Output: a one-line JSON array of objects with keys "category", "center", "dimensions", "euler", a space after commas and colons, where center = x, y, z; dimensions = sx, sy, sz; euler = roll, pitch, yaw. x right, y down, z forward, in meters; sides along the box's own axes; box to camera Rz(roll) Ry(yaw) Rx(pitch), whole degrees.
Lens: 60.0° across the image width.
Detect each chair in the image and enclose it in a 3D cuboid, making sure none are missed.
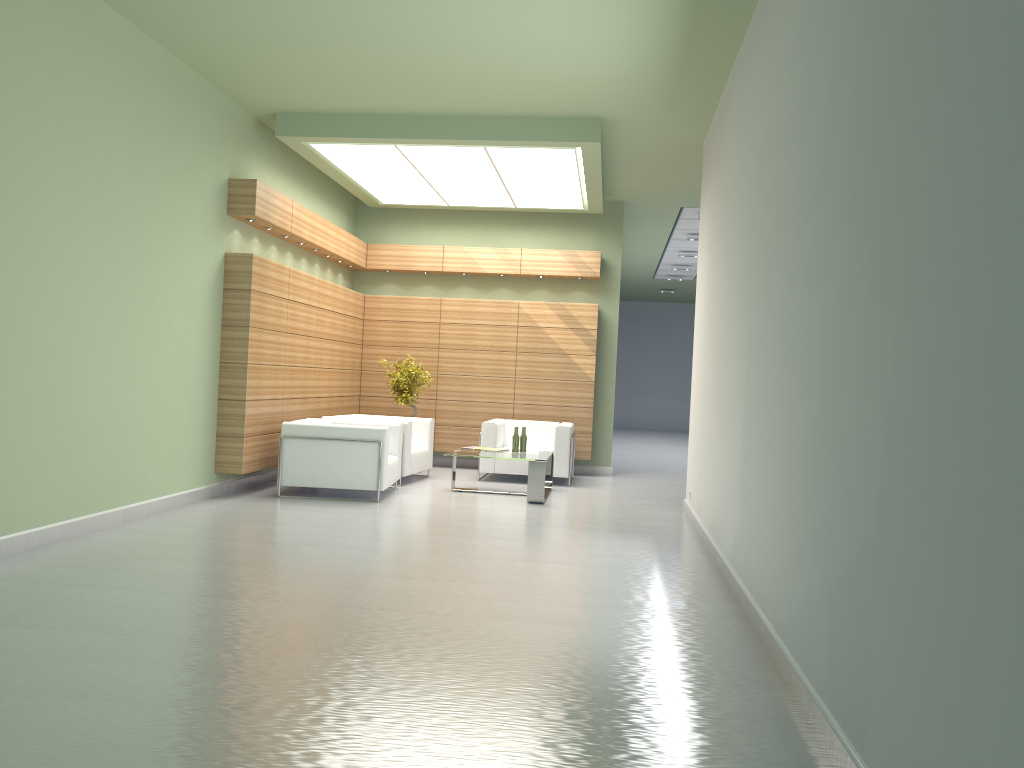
[{"category": "chair", "center": [-2.643, 1.281, 17.721], "dimensions": [1.769, 1.234, 1.894], "euler": [3, 0, 11]}, {"category": "chair", "center": [-2.913, 1.276, 15.411], "dimensions": [1.802, 1.234, 1.894], "euler": [3, 0, 1]}, {"category": "chair", "center": [0.348, 1.423, 18.842], "dimensions": [1.894, 1.234, 1.802], "euler": [3, 0, 6]}]

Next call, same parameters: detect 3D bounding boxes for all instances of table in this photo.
[{"category": "table", "center": [-0.199, 1.626, 16.319], "dimensions": [1.783, 0.742, 2.197], "euler": [3, 0, 6]}]

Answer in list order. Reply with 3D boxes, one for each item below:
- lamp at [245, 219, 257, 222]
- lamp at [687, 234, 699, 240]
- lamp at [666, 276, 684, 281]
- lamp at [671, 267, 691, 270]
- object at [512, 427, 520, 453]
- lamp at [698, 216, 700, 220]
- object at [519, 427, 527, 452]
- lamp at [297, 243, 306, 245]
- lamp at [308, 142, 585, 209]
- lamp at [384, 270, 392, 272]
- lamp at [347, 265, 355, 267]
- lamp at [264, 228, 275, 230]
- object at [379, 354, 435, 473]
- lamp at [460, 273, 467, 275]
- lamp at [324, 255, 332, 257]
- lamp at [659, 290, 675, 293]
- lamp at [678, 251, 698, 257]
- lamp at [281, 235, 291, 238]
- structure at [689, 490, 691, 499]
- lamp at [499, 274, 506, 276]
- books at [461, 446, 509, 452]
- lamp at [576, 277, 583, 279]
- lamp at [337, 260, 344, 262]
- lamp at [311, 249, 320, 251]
[{"category": "lamp", "center": [-4.284, -2.712, 14.551], "dimensions": [0.181, 0.074, 0.181], "euler": [3, 0, -22]}, {"category": "lamp", "center": [5.198, -4.066, 24.570], "dimensions": [0.657, 0.159, 0.286], "euler": [3, 0, 6]}, {"category": "lamp", "center": [6.222, -4.052, 33.884], "dimensions": [0.657, 0.159, 0.286], "euler": [3, 0, 6]}, {"category": "lamp", "center": [5.889, -4.057, 30.855], "dimensions": [0.657, 0.159, 0.286], "euler": [3, 0, 6]}, {"category": "object", "center": [0.072, 1.028, 16.421], "dimensions": [0.131, 0.475, 0.131], "euler": [3, 0, -29]}, {"category": "lamp", "center": [4.865, -4.071, 21.537], "dimensions": [0.657, 0.159, 0.286], "euler": [3, 0, 6]}, {"category": "object", "center": [0.214, 1.035, 16.527], "dimensions": [0.131, 0.475, 0.131], "euler": [3, 0, -29]}, {"category": "lamp", "center": [-4.020, -2.709, 16.947], "dimensions": [0.181, 0.074, 0.181], "euler": [3, 0, -22]}, {"category": "lamp", "center": [-0.935, -4.147, 17.395], "dimensions": [4.571, 0.325, 5.060], "euler": [3, 0, 6]}, {"category": "lamp", "center": [-2.909, -2.669, 20.757], "dimensions": [0.181, 0.074, 0.181], "euler": [3, 0, 1]}, {"category": "lamp", "center": [-3.666, -2.704, 20.169], "dimensions": [0.181, 0.074, 0.181], "euler": [3, 0, -11]}, {"category": "lamp", "center": [-4.197, -2.711, 15.342], "dimensions": [0.181, 0.074, 0.181], "euler": [3, 0, -11]}, {"category": "object", "center": [-2.390, 0.612, 19.338], "dimensions": [1.201, 2.565, 1.116], "euler": [3, 0, -26]}, {"category": "lamp", "center": [-1.114, -2.580, 20.559], "dimensions": [0.181, 0.074, 0.181], "euler": [3, 0, -33]}, {"category": "lamp", "center": [-3.844, -2.706, 18.551], "dimensions": [0.181, 0.074, 0.181], "euler": [3, 0, -11]}, {"category": "lamp", "center": [6.709, -4.046, 38.321], "dimensions": [0.657, 0.159, 0.286], "euler": [3, 0, 6]}, {"category": "lamp", "center": [5.547, -4.061, 27.740], "dimensions": [0.657, 0.159, 0.286], "euler": [3, 0, 6]}, {"category": "lamp", "center": [-4.108, -2.710, 16.150], "dimensions": [0.181, 0.074, 0.181], "euler": [3, 0, -11]}, {"category": "structure", "center": [2.918, 1.805, 14.532], "dimensions": [0.017, 0.118, 0.262], "euler": [3, 0, 6]}, {"category": "lamp", "center": [-0.229, -2.536, 20.462], "dimensions": [0.181, 0.074, 0.181], "euler": [3, 0, 1]}, {"category": "books", "center": [-0.507, 1.224, 16.707], "dimensions": [0.762, 0.025, 0.508], "euler": [3, 0, 26]}, {"category": "lamp", "center": [1.546, -2.448, 20.267], "dimensions": [0.181, 0.074, 0.181], "euler": [3, 0, 1]}, {"category": "lamp", "center": [-3.755, -2.705, 19.366], "dimensions": [0.181, 0.074, 0.181], "euler": [3, 0, -22]}, {"category": "lamp", "center": [-3.931, -2.708, 17.757], "dimensions": [0.181, 0.074, 0.181], "euler": [3, 0, -11]}]
